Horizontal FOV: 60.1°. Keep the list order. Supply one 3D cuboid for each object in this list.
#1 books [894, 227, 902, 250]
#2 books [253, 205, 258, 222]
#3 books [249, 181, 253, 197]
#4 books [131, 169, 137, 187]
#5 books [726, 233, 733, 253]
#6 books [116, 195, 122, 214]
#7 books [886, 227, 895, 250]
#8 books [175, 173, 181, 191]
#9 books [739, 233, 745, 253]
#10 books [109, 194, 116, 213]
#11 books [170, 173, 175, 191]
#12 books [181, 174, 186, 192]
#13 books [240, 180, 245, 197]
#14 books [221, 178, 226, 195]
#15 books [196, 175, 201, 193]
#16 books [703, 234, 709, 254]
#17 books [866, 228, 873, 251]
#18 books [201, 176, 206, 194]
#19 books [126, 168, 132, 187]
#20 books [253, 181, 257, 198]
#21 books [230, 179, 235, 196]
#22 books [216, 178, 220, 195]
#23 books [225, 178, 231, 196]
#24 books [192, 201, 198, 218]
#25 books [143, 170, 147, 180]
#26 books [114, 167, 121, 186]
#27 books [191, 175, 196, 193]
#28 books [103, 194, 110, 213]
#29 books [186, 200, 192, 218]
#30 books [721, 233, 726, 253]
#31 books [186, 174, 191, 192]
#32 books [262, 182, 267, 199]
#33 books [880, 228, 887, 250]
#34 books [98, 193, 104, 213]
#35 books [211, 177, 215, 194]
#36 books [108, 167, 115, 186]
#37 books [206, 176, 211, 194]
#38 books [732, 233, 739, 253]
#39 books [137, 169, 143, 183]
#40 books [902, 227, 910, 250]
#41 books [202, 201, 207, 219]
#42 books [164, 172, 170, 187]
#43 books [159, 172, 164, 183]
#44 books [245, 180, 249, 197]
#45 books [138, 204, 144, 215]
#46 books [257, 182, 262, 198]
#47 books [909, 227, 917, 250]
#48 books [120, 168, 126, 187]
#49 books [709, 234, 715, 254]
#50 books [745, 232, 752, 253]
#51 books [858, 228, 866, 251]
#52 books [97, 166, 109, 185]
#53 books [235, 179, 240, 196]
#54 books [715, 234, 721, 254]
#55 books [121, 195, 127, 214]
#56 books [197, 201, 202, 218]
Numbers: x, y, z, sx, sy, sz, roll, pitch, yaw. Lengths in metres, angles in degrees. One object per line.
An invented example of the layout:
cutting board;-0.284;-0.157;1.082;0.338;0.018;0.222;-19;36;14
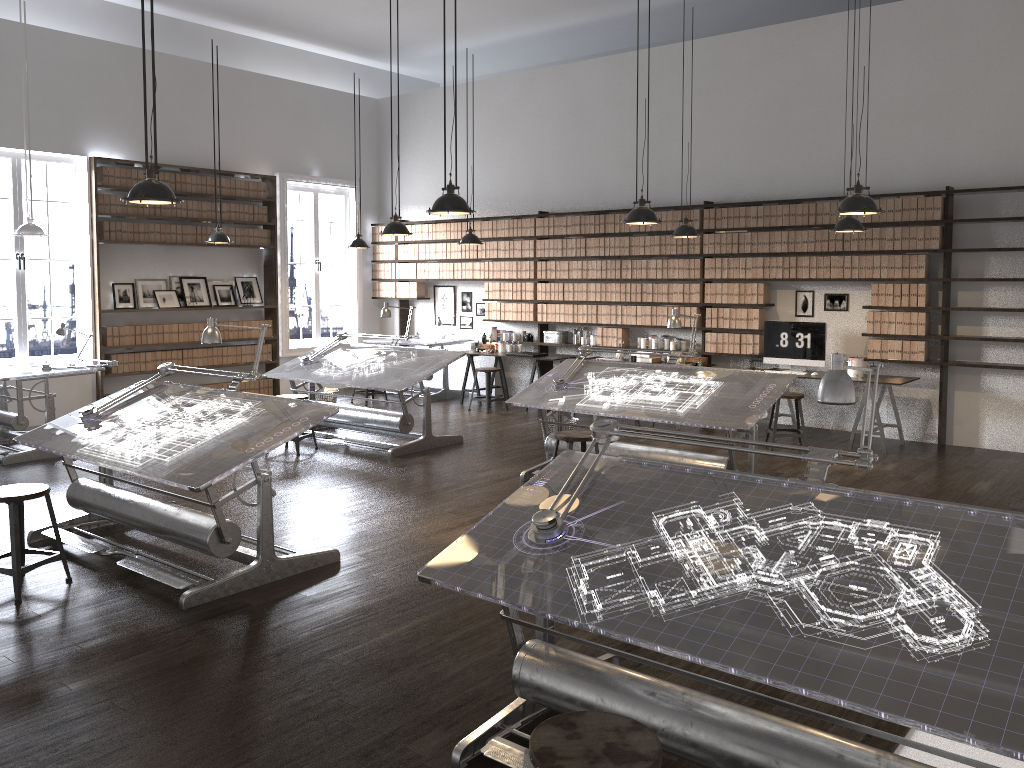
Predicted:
books;3.789;-1.413;8.644;0.067;0.225;0.175;3;6;39
books;-3.479;-2.275;11.863;0.175;0.225;0.067;4;6;39
books;-3.523;-2.585;11.788;0.175;0.225;0.067;4;6;39
books;-4.533;-2.439;10.544;0.175;0.225;0.067;4;6;39
books;2.427;-1.544;9.751;0.067;0.225;0.175;3;6;39
books;-4.662;-2.103;10.409;0.175;0.225;0.067;4;6;39
books;3.734;-1.419;8.691;0.067;0.225;0.175;3;6;39
books;-4.182;-2.490;10.977;0.175;0.225;0.067;4;6;39
books;2.543;-1.533;9.657;0.067;0.225;0.175;3;6;39
books;-4.706;-2.097;10.352;0.175;0.225;0.067;4;6;39
books;-4.233;-2.483;10.922;0.175;0.225;0.067;4;6;39
books;-4.139;-2.497;11.038;0.175;0.225;0.067;4;6;39
books;-3.607;-2.573;11.689;0.175;0.225;0.067;4;6;39
books;-3.784;-2.548;11.470;0.175;0.225;0.067;4;6;39
books;-4.009;-2.516;11.199;0.175;0.225;0.067;4;6;39
books;2.213;-1.563;9.920;0.067;0.225;0.175;3;6;39
books;3.583;-1.434;8.817;0.067;0.225;0.175;3;6;39
books;-3.964;-2.522;11.252;0.175;0.225;0.067;4;6;39
books;-4.580;-2.433;10.492;0.175;0.225;0.067;4;6;39
books;-3.485;-2.592;11.844;0.175;0.225;0.067;4;6;39
books;-3.698;-2.561;11.580;0.175;0.225;0.067;4;6;39
books;-3.827;-2.541;11.412;0.175;0.225;0.067;4;6;39
books;-3.743;-2.554;11.527;0.175;0.225;0.067;4;6;39
books;-4.045;-2.193;11.169;0.175;0.225;0.067;4;6;39
books;-4.450;-2.451;10.652;0.175;0.225;0.067;4;6;39
books;-4.666;-2.420;10.383;0.175;0.225;0.067;4;6;39
books;-4.050;-2.509;11.143;0.175;0.225;0.067;4;6;39
books;-4.753;-2.091;10.300;0.175;0.225;0.067;4;6;39
books;-4.089;-2.186;11.112;0.175;0.225;0.067;4;6;39
books;2.375;-1.548;9.790;0.067;0.225;0.175;3;6;39
books;-4.093;-2.502;11.084;0.175;0.225;0.067;4;6;39
books;-3.392;-2.604;11.951;0.175;0.225;0.067;4;6;39
books;3.687;-1.424;8.731;0.067;0.225;0.175;3;6;39
books;-4.798;-2.084;10.247;0.175;0.225;0.067;4;6;39
books;-3.873;-2.534;11.356;0.175;0.225;0.067;4;6;39
books;-4.709;-2.413;10.325;0.175;0.225;0.067;4;6;39
books;-3.916;-2.529;11.309;0.175;0.225;0.067;4;6;39
books;2.481;-1.538;9.700;0.067;0.225;0.175;3;6;39
books;-4.489;-2.445;10.602;0.175;0.225;0.067;4;6;39
books;3.847;-1.408;8.603;0.067;0.225;0.175;3;6;39
books;-3.961;-2.205;11.268;0.175;0.225;0.067;4;6;39
books;-4.274;-2.476;10.864;0.175;0.225;0.067;4;6;39
books;-4.322;-2.470;10.812;0.175;0.225;0.067;4;6;39
books;-3.568;-2.579;11.739;0.175;0.225;0.067;4;6;39
books;-4.495;-2.128;10.619;0.175;0.225;0.067;4;6;39
books;-3.440;-2.598;11.899;0.175;0.225;0.067;4;6;39
books;3.902;-1.403;8.560;0.067;0.225;0.175;3;6;39
books;-4.625;-2.426;10.439;0.175;0.225;0.067;4;6;39
books;2.267;-1.558;9.872;0.067;0.225;0.175;3;6;39
books;2.596;-1.527;9.609;0.067;0.225;0.175;3;6;39
books;3.528;-1.439;8.861;0.067;0.225;0.175;3;6;39
books;-4.755;-2.406;10.268;0.175;0.225;0.067;4;6;39
books;-3.651;-2.567;11.632;0.175;0.225;0.067;4;6;39
books;2.323;-1.552;9.826;0.067;0.225;0.175;3;6;39
books;-4.623;-2.109;10.459;0.175;0.225;0.067;4;6;39
books;-4.007;-2.199;11.219;0.175;0.225;0.067;4;6;39
